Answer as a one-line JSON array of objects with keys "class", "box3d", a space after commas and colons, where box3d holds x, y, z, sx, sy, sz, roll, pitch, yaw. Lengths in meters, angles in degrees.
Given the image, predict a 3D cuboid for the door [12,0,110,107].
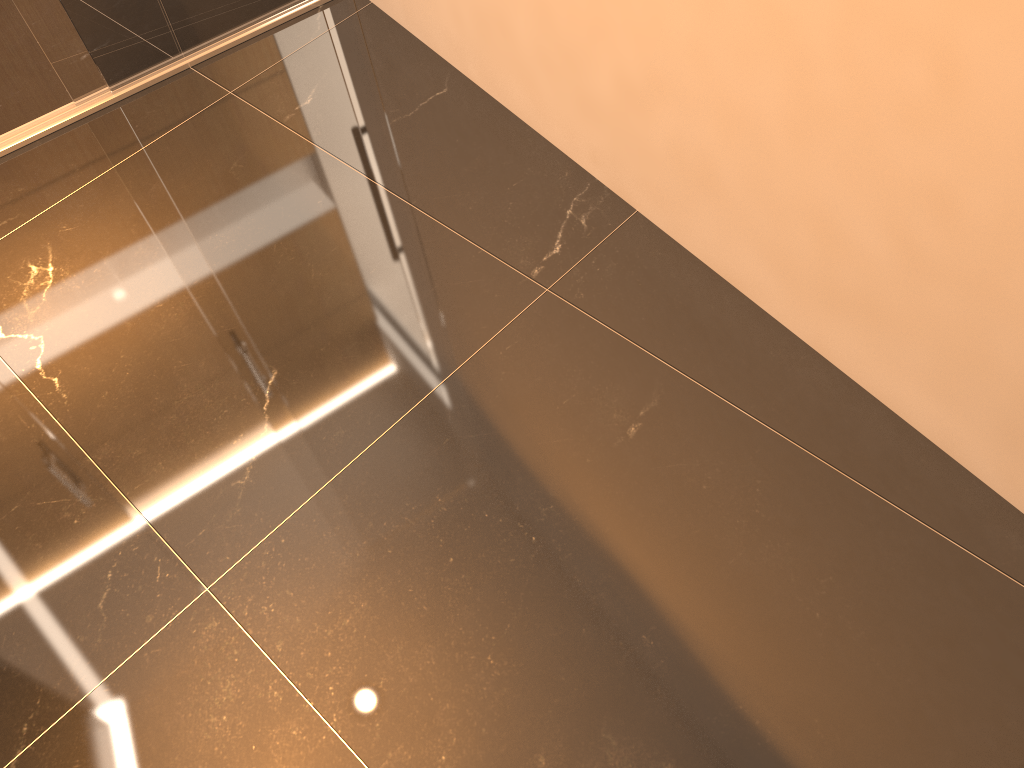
[{"class": "door", "box3d": [-1.872, -1.654, 1.392, 2.473, 3.285, 0.098, -33, 56, -16]}]
